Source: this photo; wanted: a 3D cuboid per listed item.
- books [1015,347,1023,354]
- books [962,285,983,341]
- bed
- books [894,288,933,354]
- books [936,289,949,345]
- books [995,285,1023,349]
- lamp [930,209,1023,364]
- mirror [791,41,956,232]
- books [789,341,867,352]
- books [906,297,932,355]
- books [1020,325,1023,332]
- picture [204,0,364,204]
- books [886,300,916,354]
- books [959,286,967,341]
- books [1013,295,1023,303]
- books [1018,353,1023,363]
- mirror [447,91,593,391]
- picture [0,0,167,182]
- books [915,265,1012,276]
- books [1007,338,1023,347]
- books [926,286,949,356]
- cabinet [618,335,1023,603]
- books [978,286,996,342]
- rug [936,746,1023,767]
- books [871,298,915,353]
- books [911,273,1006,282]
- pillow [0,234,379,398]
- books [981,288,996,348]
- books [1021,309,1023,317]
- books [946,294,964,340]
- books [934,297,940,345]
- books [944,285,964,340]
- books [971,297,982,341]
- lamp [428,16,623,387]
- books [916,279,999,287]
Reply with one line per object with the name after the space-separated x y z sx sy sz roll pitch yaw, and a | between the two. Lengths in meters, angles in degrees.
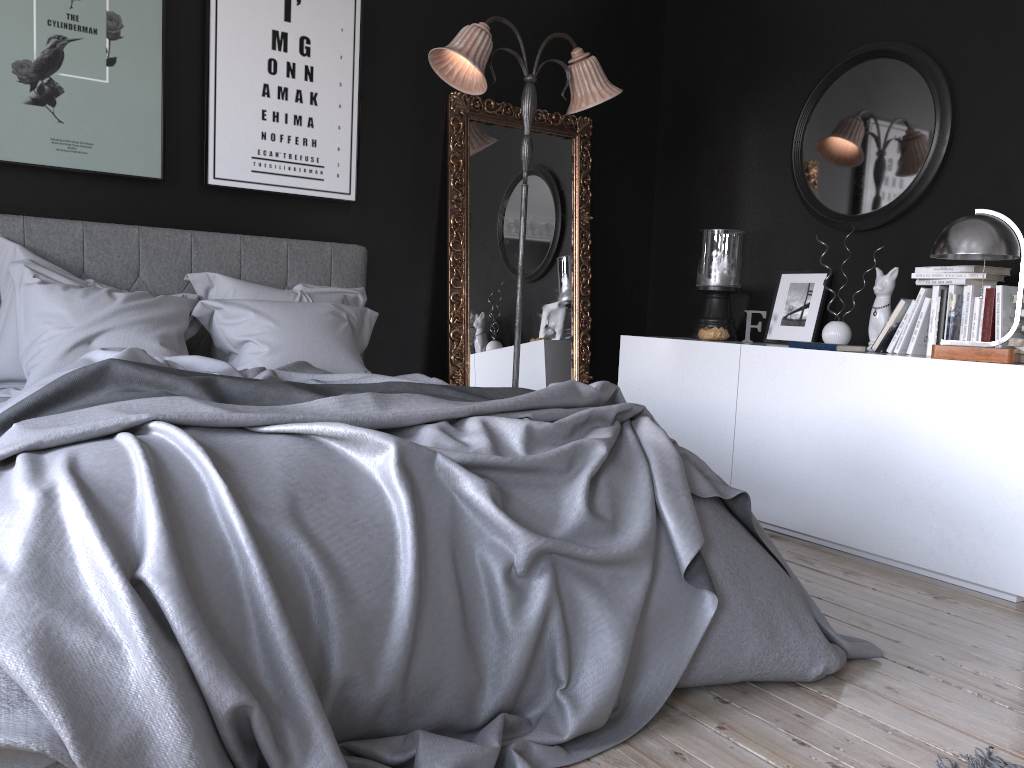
2.168 -0.122 3.446 0.319 0.025 0.228 1 5 -23 | books
1.990 -0.259 3.766 0.220 0.308 0.024 -1 7 -33 | books
-0.836 0.059 2.961 2.764 1.301 3.279 -2 7 -44 | bed
1.851 -0.279 3.984 0.220 0.297 0.126 -1 7 -33 | books
1.913 -0.260 3.843 0.193 0.290 0.030 -1 7 -33 | books
2.063 -0.246 3.653 0.220 0.308 0.050 -1 7 -33 | books
1.817 -0.387 3.481 0.340 0.592 0.328 7 7 37 | lamp
1.775 -1.239 4.468 0.061 0.926 0.922 -1 6 -33 | mirror
1.444 -0.171 4.064 0.193 0.030 0.289 0 5 -27 | books
1.869 -0.256 3.959 0.195 0.256 0.091 -1 7 -33 | books
2.174 -0.213 3.481 0.193 0.030 0.289 3 5 -2 | books
-1.124 -1.488 4.426 0.791 1.080 0.014 -1 7 -33 | picture
1.825 -0.257 4.028 0.195 0.245 0.132 -1 7 -33 | books
1.999 -0.261 3.803 0.221 0.307 0.030 -1 7 -33 | books
2.163 -0.325 3.452 0.306 0.030 0.220 2 5 -13 | books
2.163 -0.090 3.440 0.295 0.038 0.234 2 5 -6 | books
0.070 -0.532 5.218 0.991 2.196 0.254 -1 7 -33 | mirror
-1.941 -1.485 3.904 0.791 1.080 0.014 -1 7 -33 | picture
1.959 -0.491 3.860 0.220 0.030 0.306 1 5 -23 | books
2.162 -0.153 3.471 0.318 0.031 0.228 3 5 -3 | books
1.924 -0.274 3.921 0.221 0.307 0.030 -1 7 -33 | books
1.490 0.268 4.324 0.570 0.884 2.392 -1 6 -33 | cabinet
2.044 -0.253 3.733 0.221 0.307 0.030 -1 7 -33 | books
1.191 1.027 0.090 2.105 0.050 3.638 0 6 -32 | rug
1.777 -0.263 4.046 0.203 0.247 0.158 -1 6 -33 | books
1.935 -0.463 3.847 0.220 0.024 0.307 -2 6 -43 | books
-1.374 -0.230 3.904 1.830 0.761 0.679 0 6 -33 | pillow
2.042 -0.244 3.690 0.235 0.296 0.038 -1 7 -33 | books
2.182 -0.271 3.459 0.220 0.030 0.306 3 5 -3 | books
1.928 -0.244 3.791 0.204 0.270 0.029 -1 7 -33 | books
1.919 -0.248 3.881 0.195 0.259 0.026 -1 7 -33 | books
1.948 -0.266 3.832 0.220 0.308 0.024 -1 7 -33 | books
2.006 -0.232 3.745 0.195 0.259 0.026 -1 7 -33 | books
0.046 -0.595 4.560 0.986 2.416 0.771 3 6 0 | lamp
1.932 -0.439 3.856 0.195 0.026 0.258 1 5 -23 | books
